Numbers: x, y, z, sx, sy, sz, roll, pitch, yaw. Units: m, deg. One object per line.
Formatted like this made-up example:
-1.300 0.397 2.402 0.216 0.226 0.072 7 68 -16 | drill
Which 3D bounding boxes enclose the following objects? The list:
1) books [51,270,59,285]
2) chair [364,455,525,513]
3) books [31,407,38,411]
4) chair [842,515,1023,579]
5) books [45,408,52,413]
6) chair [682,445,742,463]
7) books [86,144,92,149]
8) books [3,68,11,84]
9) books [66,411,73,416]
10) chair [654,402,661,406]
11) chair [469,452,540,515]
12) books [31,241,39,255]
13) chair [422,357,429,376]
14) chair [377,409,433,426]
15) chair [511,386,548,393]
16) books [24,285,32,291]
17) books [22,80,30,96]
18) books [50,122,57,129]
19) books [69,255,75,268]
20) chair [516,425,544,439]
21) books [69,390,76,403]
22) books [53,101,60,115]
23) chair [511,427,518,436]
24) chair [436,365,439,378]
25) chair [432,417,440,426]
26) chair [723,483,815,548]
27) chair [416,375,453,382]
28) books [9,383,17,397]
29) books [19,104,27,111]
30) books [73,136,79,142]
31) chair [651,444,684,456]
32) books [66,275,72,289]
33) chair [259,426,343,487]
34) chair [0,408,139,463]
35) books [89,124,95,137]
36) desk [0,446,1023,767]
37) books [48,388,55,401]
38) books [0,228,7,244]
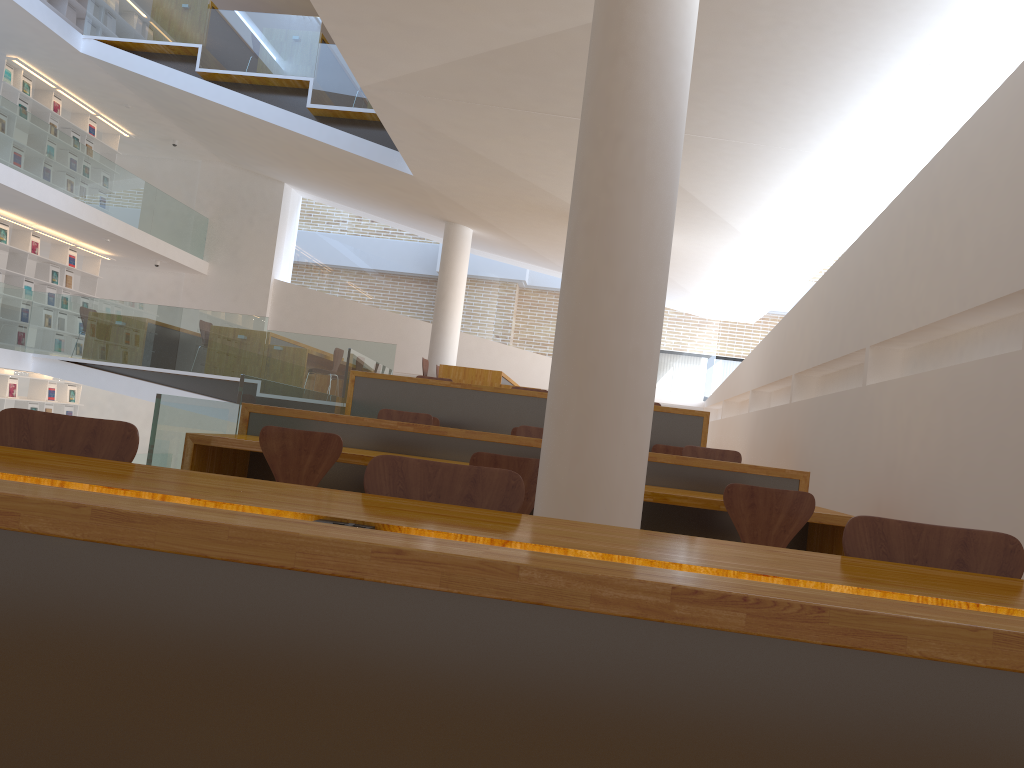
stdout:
-6.819 -1.579 13.232 0.037 0.210 0.145 7 -3 6 | books
-0.214 0.519 1.950 0.428 0.693 0.381 7 -3 6 | chair
-7.067 0.454 13.108 0.037 0.210 0.145 7 -3 6 | books
0.889 0.645 1.799 0.428 0.693 0.381 7 -3 6 | chair
-7.034 0.479 13.456 0.037 0.210 0.145 7 -3 6 | books
1.275 0.756 5.699 0.428 0.693 0.381 7 -3 6 | chair
-6.538 -3.585 13.704 0.037 0.210 0.145 7 -3 6 | books
-6.684 -4.060 11.740 0.037 0.210 0.145 7 -3 6 | books
-6.983 0.534 13.988 0.037 0.210 0.145 7 -3 6 | books
1.215 0.496 8.486 0.428 0.693 0.381 7 -3 6 | chair
-0.015 0.672 4.060 0.428 0.693 0.381 7 -3 6 | chair
-6.833 -1.931 12.697 0.037 0.210 0.145 7 -3 6 | books
-0.961 0.042 11.100 0.381 0.693 0.428 7 -3 6 | chair
-0.787 0.519 5.948 0.428 0.693 0.381 7 -3 6 | chair
0.125 0.372 8.635 0.428 0.693 0.381 7 -3 6 | chair
-6.911 -1.293 12.658 0.037 0.210 0.145 7 -3 6 | books
-6.647 -4.028 12.138 0.037 0.210 0.145 7 -3 6 | books
-6.621 -3.646 12.794 0.037 0.210 0.145 7 -3 6 | books
-6.748 -1.866 13.599 0.037 0.210 0.145 7 -3 6 | books
0.172 0.630 5.850 0.428 0.693 0.381 7 -3 6 | chair
-6.946 0.200 14.009 0.037 0.210 0.145 7 -3 6 | books
-6.585 -3.962 12.820 0.037 0.210 0.145 7 -3 6 | books
0.165 0.715 7.195 0.428 0.693 0.381 7 -3 6 | chair
-0.870 0.112 12.064 0.381 0.693 0.428 7 -3 6 | chair
-0.795 0.604 7.293 0.428 0.693 0.381 7 -3 6 | chair
1.094 0.803 3.985 0.428 0.693 0.381 7 -3 6 | chair
-0.835 0.260 8.734 0.428 0.693 0.381 7 -3 6 | chair
-7.081 0.102 12.573 0.037 0.210 0.145 7 -3 6 | books
-6.685 -3.697 12.113 0.037 0.210 0.145 7 -3 6 | books
-6.571 -3.610 13.356 0.037 0.210 0.145 7 -3 6 | books
1.274 0.846 7.120 0.428 0.693 0.381 7 -3 6 | chair
-6.786 -1.554 13.580 0.037 0.210 0.145 7 -3 6 | books
-0.975 0.561 4.158 0.428 0.693 0.381 7 -3 6 | chair
-1.173 0.408 2.048 0.428 0.693 0.381 7 -3 6 | chair
-6.500 -3.897 13.723 0.037 0.210 0.145 7 -3 6 | books
-0.282 0.524 1.527 3.185 0.606 0.760 7 -3 6 | desk
-6.996 0.167 13.475 0.037 0.210 0.145 7 -3 6 | books
-6.895 -1.997 12.014 0.037 0.210 0.145 7 -3 6 | books
